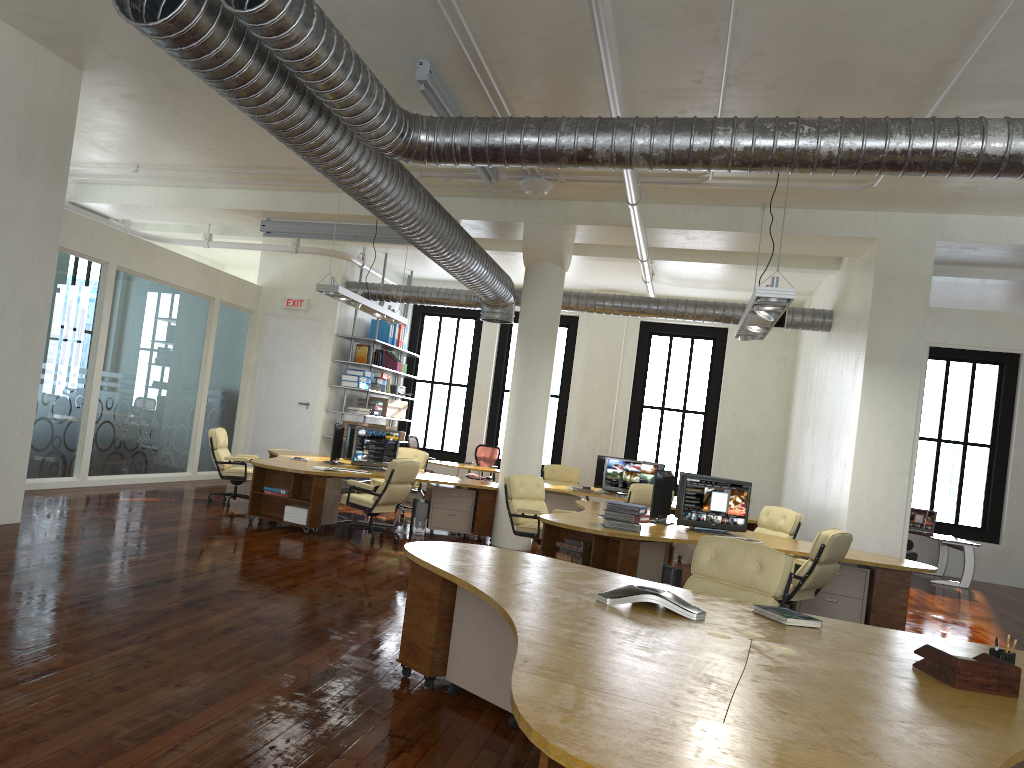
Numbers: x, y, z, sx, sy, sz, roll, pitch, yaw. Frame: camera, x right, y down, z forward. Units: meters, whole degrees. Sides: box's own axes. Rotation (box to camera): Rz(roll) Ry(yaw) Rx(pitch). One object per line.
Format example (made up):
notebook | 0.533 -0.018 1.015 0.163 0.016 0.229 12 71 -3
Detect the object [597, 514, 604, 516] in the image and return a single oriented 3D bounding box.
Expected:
object | 1.095 1.394 9.390 0.250 0.016 0.434 6 -3 29

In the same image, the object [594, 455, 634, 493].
object | 1.607 1.429 13.981 0.739 0.552 0.317 9 -2 -32

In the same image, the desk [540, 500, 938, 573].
desk | 1.690 1.860 9.577 3.755 0.733 3.636 8 -3 -13

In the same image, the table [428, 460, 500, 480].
table | -0.930 1.869 16.326 1.630 0.744 1.338 5 -4 42

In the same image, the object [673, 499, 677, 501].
object | 2.695 1.830 13.739 0.227 0.016 0.481 8 -3 -8

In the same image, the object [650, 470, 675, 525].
object | 1.569 1.184 9.374 0.315 0.552 0.744 6 -3 23

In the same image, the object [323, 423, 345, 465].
object | -2.395 0.805 12.068 0.292 0.552 0.804 7 -2 -4

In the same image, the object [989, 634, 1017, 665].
object | 2.062 1.144 3.731 0.096 0.185 0.081 6 -2 25

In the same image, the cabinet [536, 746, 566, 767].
cabinet | 0.575 1.367 2.558 0.952 0.708 0.825 6 -3 22

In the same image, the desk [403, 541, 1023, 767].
desk | 1.374 1.519 3.836 3.449 0.733 3.962 8 -3 -8

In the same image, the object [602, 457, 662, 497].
object | 1.799 1.422 13.368 0.849 0.552 0.276 7 -2 15

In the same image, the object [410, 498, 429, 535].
object | -1.235 1.762 11.818 0.178 0.411 0.485 7 -2 -8

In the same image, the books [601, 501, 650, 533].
books | 1.012 1.213 8.155 0.451 0.226 0.421 6 -3 27

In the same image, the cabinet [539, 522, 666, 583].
cabinet | 0.873 1.706 8.319 0.804 0.708 0.973 10 -3 -44

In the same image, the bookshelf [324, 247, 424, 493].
bookshelf | -2.525 -0.076 17.146 0.692 4.599 3.410 7 -2 11

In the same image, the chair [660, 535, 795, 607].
chair | 1.122 1.420 5.253 0.713 1.020 0.781 9 -2 -34

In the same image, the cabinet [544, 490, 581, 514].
cabinet | 0.476 1.924 13.504 0.871 0.708 0.906 8 -2 -9

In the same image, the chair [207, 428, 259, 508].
chair | -3.751 1.136 12.029 0.791 1.020 0.709 7 -2 1

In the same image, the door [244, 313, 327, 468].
door | -4.061 0.281 15.828 1.318 3.028 0.090 7 -2 20

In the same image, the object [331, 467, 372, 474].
object | -1.988 1.074 10.992 0.452 0.016 0.241 8 -3 -16

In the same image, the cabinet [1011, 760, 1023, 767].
cabinet | 2.398 1.674 3.868 0.873 0.708 0.904 8 -2 -9

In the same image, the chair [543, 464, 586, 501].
chair | 0.877 1.892 14.917 0.701 1.020 0.800 8 -2 -10

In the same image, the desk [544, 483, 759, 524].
desk | 1.987 2.125 13.915 4.183 0.733 3.249 6 -3 22

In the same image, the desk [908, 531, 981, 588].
desk | 6.453 2.768 14.556 1.709 0.694 1.515 7 -3 16

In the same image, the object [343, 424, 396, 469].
object | -1.974 0.876 12.359 0.877 0.552 0.267 6 -2 28

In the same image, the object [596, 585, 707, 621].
object | 0.686 1.039 4.361 0.542 0.093 0.413 7 -3 12

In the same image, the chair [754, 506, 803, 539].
chair | 2.801 1.903 10.286 0.751 1.020 0.746 8 -2 -14

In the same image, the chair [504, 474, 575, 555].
chair | 0.325 1.556 9.864 0.648 1.020 0.858 9 -3 -44

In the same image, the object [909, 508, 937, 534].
object | 6.734 2.280 14.885 0.400 0.386 0.589 10 -3 -44

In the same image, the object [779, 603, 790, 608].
object | 2.678 2.125 8.945 0.190 0.411 0.454 7 -2 12

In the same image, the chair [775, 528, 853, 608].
chair | 2.487 1.737 7.896 0.858 1.020 0.647 5 -3 41

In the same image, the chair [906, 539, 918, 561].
chair | 5.967 2.567 14.199 0.714 0.936 0.867 9 -3 -44

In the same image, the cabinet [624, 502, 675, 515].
cabinet | 2.279 2.230 14.838 0.951 0.708 0.826 6 -3 21

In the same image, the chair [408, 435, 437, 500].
chair | -1.682 1.585 16.734 0.815 1.157 0.675 7 -2 20

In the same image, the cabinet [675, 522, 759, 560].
cabinet | 2.891 2.181 12.360 0.803 0.708 0.975 9 -3 -39

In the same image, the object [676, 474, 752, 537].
object | 2.032 1.219 8.877 0.769 0.552 0.305 8 -2 -16

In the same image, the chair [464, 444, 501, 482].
chair | -0.579 1.752 17.159 0.785 1.157 0.700 6 -2 25

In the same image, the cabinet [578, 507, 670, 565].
cabinet | 1.347 1.888 10.612 0.852 0.708 0.925 8 -2 -14

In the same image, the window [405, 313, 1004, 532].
window | 3.354 0.724 1.086 73.298 14.068 46.511 7 -3 1

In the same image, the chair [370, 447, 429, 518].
chair | -1.745 1.475 13.497 0.777 1.020 0.717 6 -2 26

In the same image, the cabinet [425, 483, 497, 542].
cabinet | -0.709 1.692 12.031 0.879 0.708 0.899 8 -2 -7

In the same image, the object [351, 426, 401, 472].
object | -1.798 0.868 11.772 0.730 0.552 0.320 10 -3 -44

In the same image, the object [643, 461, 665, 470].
object | 2.166 1.491 13.751 0.283 0.552 0.831 8 -2 -13

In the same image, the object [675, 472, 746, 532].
object | 2.114 1.259 9.434 0.264 0.552 0.886 9 -3 -40

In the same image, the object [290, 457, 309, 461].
object | -2.877 1.011 12.021 0.227 0.016 0.481 8 -3 -8

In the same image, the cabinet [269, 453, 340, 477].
cabinet | -3.092 1.445 13.272 0.806 0.708 0.972 9 -3 -37

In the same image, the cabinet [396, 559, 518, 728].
cabinet | -0.010 1.419 5.037 0.804 0.708 0.974 9 -3 -39

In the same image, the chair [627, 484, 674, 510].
chair | 1.735 1.867 12.285 0.689 1.020 0.813 8 -2 -15

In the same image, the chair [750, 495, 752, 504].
chair | 3.232 2.137 13.694 0.838 1.020 0.666 6 -2 21

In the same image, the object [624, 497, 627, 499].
object | 1.873 1.673 12.785 0.516 0.016 0.210 6 -3 28

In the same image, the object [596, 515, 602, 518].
object | 0.912 1.353 9.033 0.113 0.015 0.131 7 -3 3

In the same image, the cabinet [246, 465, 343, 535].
cabinet | -2.589 1.381 10.791 0.956 0.708 0.821 6 -3 24

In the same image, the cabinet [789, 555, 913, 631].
cabinet | 3.246 2.034 8.645 0.944 0.708 0.834 7 -2 16

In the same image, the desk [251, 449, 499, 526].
desk | -2.392 1.471 12.369 3.544 0.733 3.826 10 -4 -36

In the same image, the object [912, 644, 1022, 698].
object | 1.809 1.132 3.545 0.229 0.116 0.307 7 -3 -1

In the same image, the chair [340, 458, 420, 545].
chair | -1.584 1.336 10.434 0.846 1.020 0.658 6 -2 26

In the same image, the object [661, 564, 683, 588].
object | 1.361 1.930 8.512 0.163 0.411 0.528 9 -3 -45

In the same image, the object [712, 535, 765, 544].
object | 2.159 1.485 8.468 0.435 0.016 0.250 9 -4 -33
